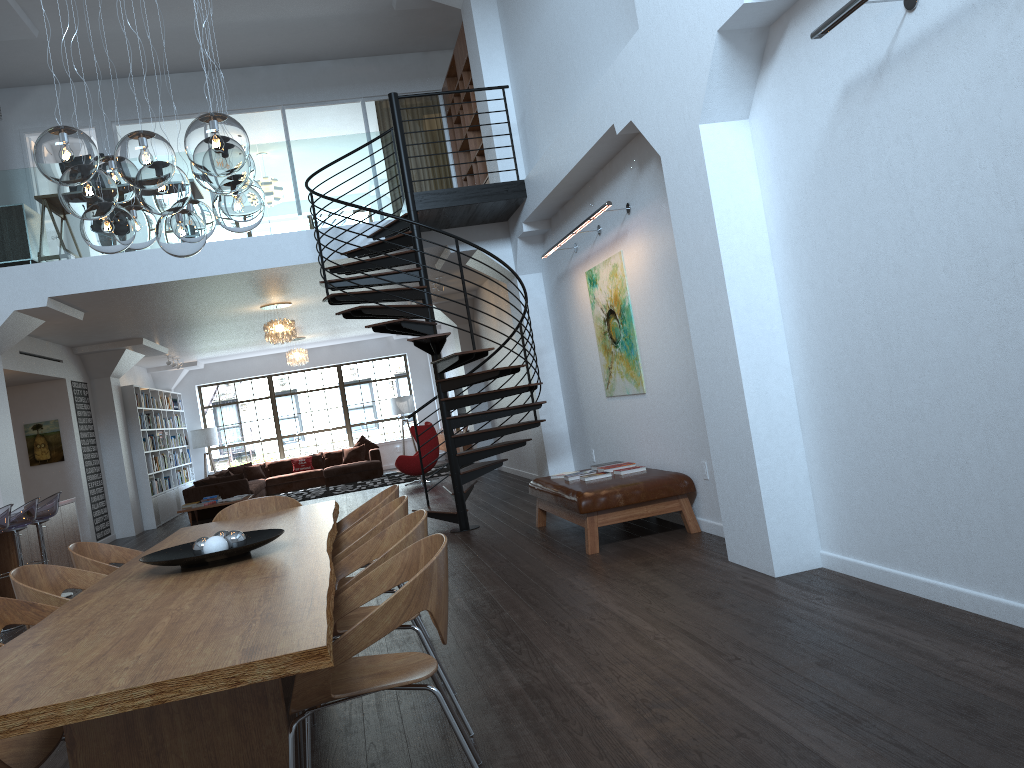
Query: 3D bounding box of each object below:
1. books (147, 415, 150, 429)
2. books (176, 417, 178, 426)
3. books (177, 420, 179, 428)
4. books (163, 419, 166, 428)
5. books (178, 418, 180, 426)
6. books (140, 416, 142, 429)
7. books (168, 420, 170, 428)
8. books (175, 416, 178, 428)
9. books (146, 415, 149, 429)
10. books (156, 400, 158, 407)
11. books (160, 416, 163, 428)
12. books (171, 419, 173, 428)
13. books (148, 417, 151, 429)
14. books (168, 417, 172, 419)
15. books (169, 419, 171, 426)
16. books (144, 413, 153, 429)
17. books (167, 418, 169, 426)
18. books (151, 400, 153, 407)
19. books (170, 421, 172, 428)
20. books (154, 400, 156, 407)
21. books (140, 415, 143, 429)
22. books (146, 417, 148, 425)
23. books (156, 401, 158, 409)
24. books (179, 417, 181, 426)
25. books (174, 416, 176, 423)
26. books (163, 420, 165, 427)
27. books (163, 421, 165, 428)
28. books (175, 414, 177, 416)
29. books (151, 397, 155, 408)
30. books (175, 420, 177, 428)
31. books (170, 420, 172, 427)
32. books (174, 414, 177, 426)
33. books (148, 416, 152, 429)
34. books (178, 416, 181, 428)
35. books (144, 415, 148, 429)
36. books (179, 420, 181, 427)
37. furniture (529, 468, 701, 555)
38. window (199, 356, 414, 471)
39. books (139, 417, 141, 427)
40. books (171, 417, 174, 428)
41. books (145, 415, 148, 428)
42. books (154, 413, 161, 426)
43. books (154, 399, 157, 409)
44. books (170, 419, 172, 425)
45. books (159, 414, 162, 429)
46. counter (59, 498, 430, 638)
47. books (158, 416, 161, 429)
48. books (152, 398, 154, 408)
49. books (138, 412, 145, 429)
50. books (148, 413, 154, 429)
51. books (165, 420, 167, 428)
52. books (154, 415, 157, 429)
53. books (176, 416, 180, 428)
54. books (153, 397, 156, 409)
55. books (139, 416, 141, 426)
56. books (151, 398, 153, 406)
[{"bbox_3d":[-6.471,0.684,15.576,0.183,0.253,0.042,-9,-1,-11],"label":"books"},{"bbox_3d":[-6.957,0.793,18.178,0.183,0.253,0.034,-9,-1,-12],"label":"books"},{"bbox_3d":[-6.988,0.806,18.296,0.174,0.240,0.045,-9,-1,-12],"label":"books"},{"bbox_3d":[-6.727,0.774,17.012,0.139,0.191,0.036,-9,-1,-11],"label":"books"},{"bbox_3d":[-7.010,0.801,18.416,0.180,0.259,0.060,-9,-1,-12],"label":"books"},{"bbox_3d":[-6.321,0.662,14.922,0.172,0.235,0.112,-9,-1,-11],"label":"books"},{"bbox_3d":[-6.801,0.799,17.412,0.126,0.173,0.032,-9,-1,-11],"label":"books"},{"bbox_3d":[-6.955,0.792,18.144,0.183,0.253,0.034,-9,-1,-12],"label":"books"},{"bbox_3d":[-6.452,0.684,15.505,0.171,0.246,0.039,-9,-1,-11],"label":"books"},{"bbox_3d":[-6.710,0.400,16.633,0.109,0.171,0.018,-9,-1,-11],"label":"books"},{"bbox_3d":[-6.658,0.728,16.641,0.159,0.250,0.026,-9,-1,-11],"label":"books"},{"bbox_3d":[-6.872,0.805,17.749,0.139,0.191,0.036,-9,-1,-11],"label":"books"},{"bbox_3d":[-6.461,0.698,15.615,0.161,0.223,0.032,-9,-1,-11],"label":"books"},{"bbox_3d":[-6.888,0.788,17.788,0.140,0.231,0.042,-9,-1,-11],"label":"books"},{"bbox_3d":[-6.850,0.804,17.608,0.134,0.184,0.030,-9,-1,-11],"label":"books"},{"bbox_3d":[-6.524,0.680,15.797,0.198,0.284,0.049,-9,-1,-11],"label":"books"},{"bbox_3d":[-6.780,0.780,17.299,0.146,0.202,0.027,-9,-1,-11],"label":"books"},{"bbox_3d":[-6.621,0.365,16.122,0.146,0.202,0.027,-9,-1,-11],"label":"books"},{"bbox_3d":[-6.848,0.807,17.634,0.128,0.178,0.021,-9,-1,-11],"label":"books"},{"bbox_3d":[-6.681,0.362,16.408,0.140,0.231,0.042,-9,-1,-11],"label":"books"},{"bbox_3d":[-6.341,0.662,15.003,0.174,0.242,0.105,-9,-1,-11],"label":"books"},{"bbox_3d":[-6.448,0.681,15.466,0.160,0.251,0.039,-9,-1,-11],"label":"books"},{"bbox_3d":[-6.713,0.394,16.587,0.134,0.184,0.030,-9,-1,-11],"label":"books"},{"bbox_3d":[-7.035,0.825,18.586,0.161,0.223,0.026,-9,-1,-12],"label":"books"},{"bbox_3d":[-6.928,0.788,18.039,0.160,0.250,0.026,-9,-1,-12],"label":"books"},{"bbox_3d":[-6.713,0.781,16.957,0.126,0.173,0.032,-9,-1,-11],"label":"books"},{"bbox_3d":[-6.707,0.781,16.929,0.122,0.169,0.023,-9,-1,-11],"label":"books"},{"bbox_3d":[-7.005,0.784,18.369,0.176,0.290,0.036,-9,-1,-12],"label":"books"},{"bbox_3d":[-6.660,0.358,16.313,0.140,0.231,0.042,-9,-1,-11],"label":"books"},{"bbox_3d":[-6.928,0.802,18.065,0.161,0.223,0.026,-9,-1,-12],"label":"books"},{"bbox_3d":[-6.851,0.808,17.656,0.128,0.178,0.022,-9,-1,-11],"label":"books"},{"bbox_3d":[-6.950,0.772,18.102,0.176,0.290,0.053,-9,-1,-12],"label":"books"},{"bbox_3d":[-6.481,0.694,15.689,0.174,0.240,0.054,-9,-1,-11],"label":"books"},{"bbox_3d":[-7.033,0.809,18.511,0.183,0.253,0.034,-9,-1,-12],"label":"books"},{"bbox_3d":[-6.421,0.673,15.343,0.183,0.253,0.042,-9,-1,-11],"label":"books"},{"bbox_3d":[-7.040,0.817,18.549,0.174,0.240,0.045,-9,-1,-12],"label":"books"},{"bbox_3d":[0.773,0.977,7.355,0.907,0.453,1.819,-9,-1,-11],"label":"furniture"},{"bbox_3d":[-4.601,0.640,20.292,4.648,1.905,0.114,-9,-1,-11],"label":"window"},{"bbox_3d":[-6.314,0.669,14.860,0.161,0.218,0.101,-9,-1,-11],"label":"books"},{"bbox_3d":[-6.900,0.793,17.835,0.158,0.226,0.052,-9,-1,-11],"label":"books"},{"bbox_3d":[-6.443,0.675,15.427,0.180,0.259,0.042,-9,-1,-11],"label":"books"},{"bbox_3d":[-6.645,0.704,16.508,0.176,0.290,0.053,-9,-1,-11],"label":"books"},{"bbox_3d":[-6.681,0.383,16.448,0.139,0.191,0.036,-9,-1,-11],"label":"books"},{"bbox_3d":[-6.868,0.802,17.708,0.136,0.196,0.045,-9,-1,-11],"label":"books"},{"bbox_3d":[-6.660,0.710,16.566,0.197,0.283,0.065,-9,-1,-11],"label":"books"},{"bbox_3d":[-4.084,1.575,7.104,3.039,0.860,8.182,-9,-1,-41],"label":"counter"},{"bbox_3d":[-6.621,0.725,16.433,0.174,0.239,0.045,-9,-1,-11],"label":"books"},{"bbox_3d":[-6.638,0.368,16.230,0.146,0.202,0.027,-9,-1,-11],"label":"books"},{"bbox_3d":[-6.351,0.641,15.080,0.176,0.290,0.053,-9,-1,-11],"label":"books"},{"bbox_3d":[-6.518,0.676,15.852,0.176,0.291,0.053,-9,-1,-11],"label":"books"},{"bbox_3d":[-6.736,0.771,17.071,0.146,0.202,0.027,-9,-1,-11],"label":"books"},{"bbox_3d":[-6.535,0.699,16.020,0.182,0.253,0.034,-9,-1,-11],"label":"books"},{"bbox_3d":[-6.986,0.799,18.336,0.183,0.253,0.034,-9,-1,-12],"label":"books"},{"bbox_3d":[-6.674,0.363,16.360,0.158,0.226,0.052,-9,-1,-11],"label":"books"},{"bbox_3d":[-6.317,0.663,14.890,0.152,0.232,0.104,-9,-1,-11],"label":"books"},{"bbox_3d":[-6.618,0.364,16.151,0.146,0.202,0.027,-9,-1,-11],"label":"books"}]
